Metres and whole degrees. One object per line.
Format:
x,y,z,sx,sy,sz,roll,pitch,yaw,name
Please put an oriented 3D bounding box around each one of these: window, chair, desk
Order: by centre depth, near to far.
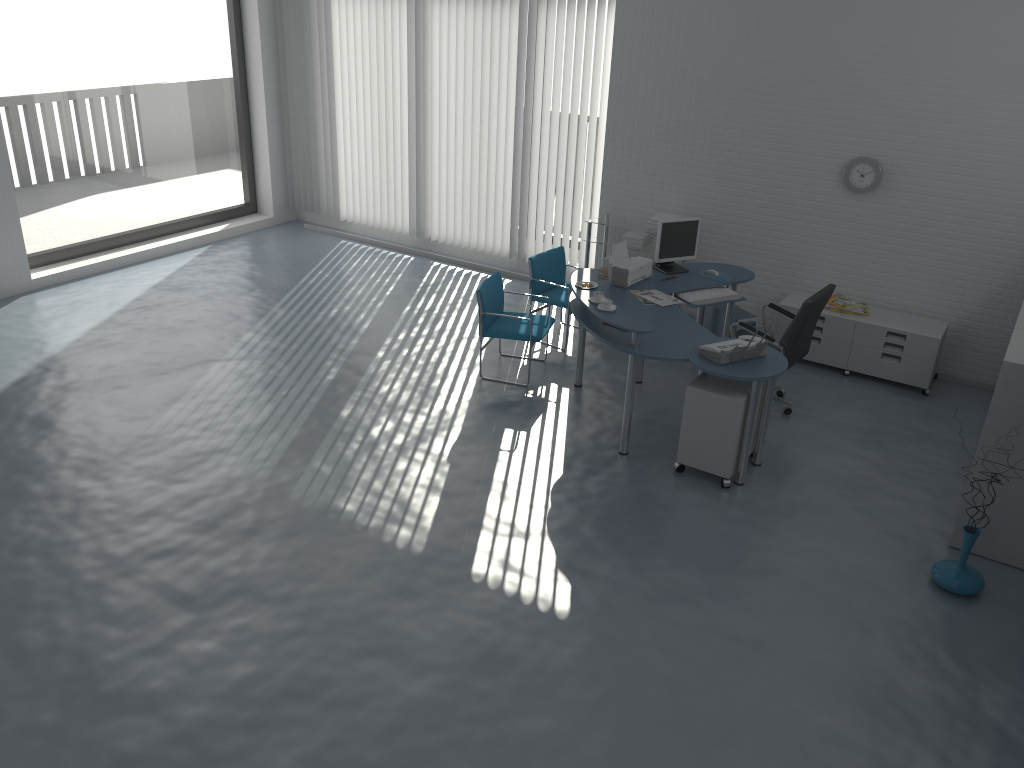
1.087,-0.271,6.363,1.402,0.900,2.282,5,25,6,desk
1.845,-0.282,6.400,0.652,0.948,0.584,20,30,33,chair
0.020,-0.434,6.842,0.543,0.707,0.542,9,26,14,chair
0.456,-0.737,7.533,0.543,0.707,0.542,20,30,32,chair
-3.841,-2.834,8.867,0.008,2.691,2.824,17,29,28,window
-0.271,-2.964,9.263,3.635,2.562,0.008,17,29,28,window

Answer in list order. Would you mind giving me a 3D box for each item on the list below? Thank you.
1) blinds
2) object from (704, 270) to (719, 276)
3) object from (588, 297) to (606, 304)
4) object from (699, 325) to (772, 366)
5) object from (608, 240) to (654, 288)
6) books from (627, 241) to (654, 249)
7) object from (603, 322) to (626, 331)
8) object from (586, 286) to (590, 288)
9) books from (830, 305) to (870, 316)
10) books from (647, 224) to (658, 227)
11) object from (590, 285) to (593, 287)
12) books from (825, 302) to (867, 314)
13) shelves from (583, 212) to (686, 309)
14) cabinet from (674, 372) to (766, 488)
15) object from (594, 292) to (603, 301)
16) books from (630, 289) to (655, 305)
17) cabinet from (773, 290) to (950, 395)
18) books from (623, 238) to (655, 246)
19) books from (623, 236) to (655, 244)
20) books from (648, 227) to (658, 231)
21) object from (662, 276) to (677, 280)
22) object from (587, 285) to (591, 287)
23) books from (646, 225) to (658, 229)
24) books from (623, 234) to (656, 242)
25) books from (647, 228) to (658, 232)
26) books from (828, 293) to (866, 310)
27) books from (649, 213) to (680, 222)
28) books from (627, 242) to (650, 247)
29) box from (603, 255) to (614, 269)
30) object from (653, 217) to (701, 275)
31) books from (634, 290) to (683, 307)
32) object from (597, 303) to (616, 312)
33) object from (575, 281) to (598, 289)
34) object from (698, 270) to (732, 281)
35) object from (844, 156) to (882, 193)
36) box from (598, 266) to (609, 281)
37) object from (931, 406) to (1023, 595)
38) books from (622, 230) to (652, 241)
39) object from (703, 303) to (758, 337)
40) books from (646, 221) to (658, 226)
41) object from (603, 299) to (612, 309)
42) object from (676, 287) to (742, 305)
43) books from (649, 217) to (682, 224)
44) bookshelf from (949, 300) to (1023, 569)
-0.858,-2.926,9.054,4.001,2.955,0.158,17,29,28,blinds
1.559,-0.872,6.914,0.115,0.035,0.054,23,32,37,object
0.567,-0.551,5.835,0.119,0.016,0.119,-7,27,-19,object
1.392,-0.293,5.376,0.405,0.280,0.399,-11,28,-26,object
0.885,-0.909,6.657,0.197,0.273,0.392,20,30,32,object
1.131,-1.267,7.959,0.190,0.015,0.270,16,28,27,books
0.680,-0.376,5.807,0.200,0.010,0.011,22,32,36,object
0.523,-0.664,6.074,0.027,0.005,0.025,11,26,18,object
2.715,-0.610,7.139,0.300,0.020,0.210,9,26,14,books
1.322,-1.408,7.755,0.190,0.015,0.270,17,29,28,books
0.548,-0.673,6.095,0.025,0.005,0.027,2,25,-1,object
2.688,-0.633,7.138,0.300,0.020,0.210,14,27,23,books
1.113,-1.034,8.061,0.896,0.848,0.441,17,29,29,shelves
1.340,0.245,5.632,0.383,0.605,0.559,18,29,30,cabinet
0.571,-0.576,5.832,0.062,0.049,0.078,12,27,19,object
0.991,-0.626,6.379,0.200,0.005,0.300,-4,26,-13,books
2.799,-0.352,7.189,1.259,0.484,0.447,17,29,28,cabinet
1.141,-1.293,7.945,0.190,0.015,0.270,17,29,28,books
1.138,-1.305,7.935,0.190,0.015,0.270,16,28,27,books
1.326,-1.378,7.762,0.190,0.015,0.270,15,28,25,books
1.202,-0.808,6.778,0.178,0.013,0.013,-18,32,-36,object
0.527,-0.674,6.085,0.025,0.005,0.027,12,27,20,object
1.317,-1.393,7.757,0.190,0.015,0.270,18,29,29,books
1.142,-1.321,7.934,0.190,0.015,0.270,18,29,29,books
1.325,-1.364,7.769,0.190,0.015,0.270,17,29,28,books
2.663,-0.663,7.153,0.210,0.020,0.300,-8,27,-22,books
1.329,-1.446,7.730,0.190,0.015,0.270,14,27,24,books
1.132,-1.280,7.953,0.190,0.015,0.270,15,28,24,books
0.949,-1.116,8.108,0.139,0.090,0.234,20,30,32,box
1.254,-1.092,6.913,0.365,0.417,0.212,-9,27,-23,object
1.050,-0.615,6.356,0.200,0.010,0.300,-13,29,-31,books
0.610,-0.490,5.707,0.119,0.016,0.119,7,25,9,object
0.513,-0.680,6.104,0.162,0.011,0.162,-5,26,-15,object
1.588,-0.857,6.903,0.213,0.026,0.285,-21,34,-40,object
2.750,-1.639,6.950,0.279,0.277,0.041,17,29,28,object
0.944,-1.015,8.155,0.207,0.133,0.347,14,28,24,box
2.337,0.633,4.459,0.312,0.972,0.357,5,25,6,object
1.120,-1.334,7.925,0.190,0.015,0.270,15,28,25,books
1.781,-0.413,7.298,0.199,0.422,0.471,-8,27,-21,object
1.319,-1.419,7.742,0.190,0.015,0.270,18,29,30,books
0.618,-0.513,5.701,0.078,0.049,0.062,-15,30,-33,object
1.476,-0.669,6.650,0.478,0.028,0.276,-10,28,-25,object
1.342,-1.433,7.739,0.190,0.015,0.270,17,29,28,books
3.320,0.074,5.532,0.521,1.141,2.294,17,29,28,bookshelf
